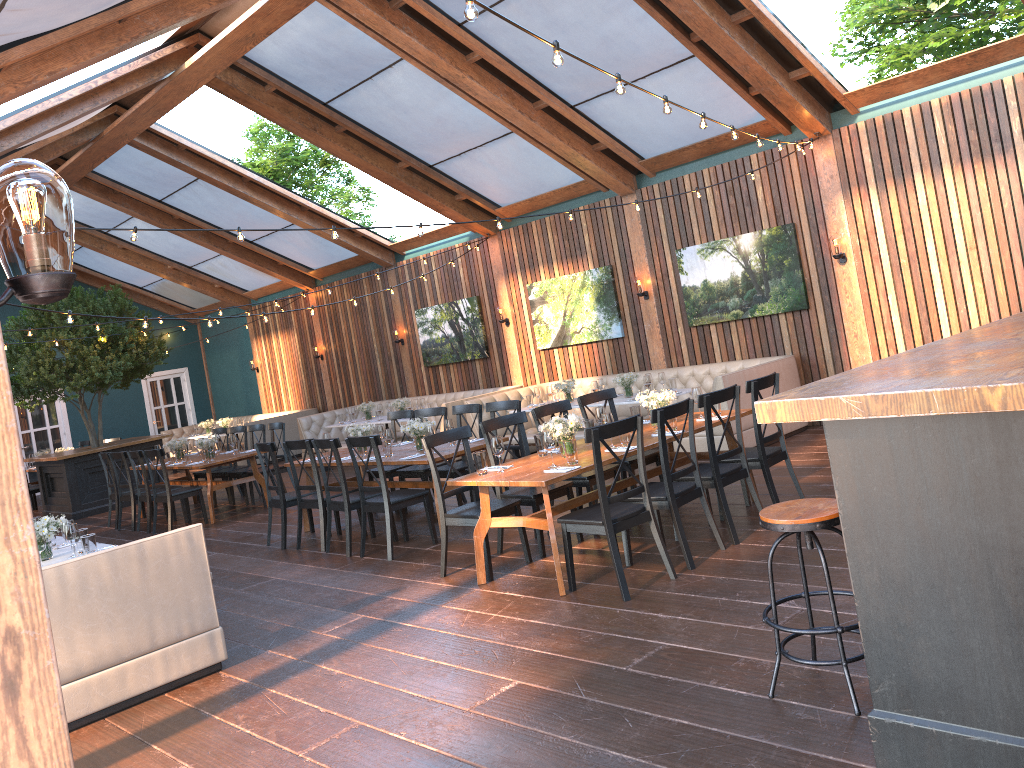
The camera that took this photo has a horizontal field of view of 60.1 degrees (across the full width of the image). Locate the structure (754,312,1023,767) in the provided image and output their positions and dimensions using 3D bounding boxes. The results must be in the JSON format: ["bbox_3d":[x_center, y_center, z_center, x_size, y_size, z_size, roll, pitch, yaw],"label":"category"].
[{"bbox_3d":[3.641,0.101,4.982,6.844,1.275,0.852,-13,2,-43],"label":"structure"}]

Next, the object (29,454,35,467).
[{"bbox_3d":[-9.061,1.447,16.702,0.092,0.244,0.092,-10,0,-1],"label":"object"}]

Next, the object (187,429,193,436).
[{"bbox_3d":[-6.933,1.047,19.069,0.091,0.158,0.092,-10,0,33],"label":"object"}]

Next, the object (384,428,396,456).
[{"bbox_3d":[-1.127,0.538,8.180,0.092,0.244,0.092,-10,0,-1],"label":"object"}]

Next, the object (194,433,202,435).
[{"bbox_3d":[-6.841,1.093,19.214,0.158,0.019,0.254,-13,4,-43],"label":"object"}]

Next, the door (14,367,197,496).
[{"bbox_3d":[-10.622,1.356,18.617,8.224,2.210,0.173,-13,1,-43],"label":"door"}]

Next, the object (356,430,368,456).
[{"bbox_3d":[-1.454,0.574,8.586,0.092,0.244,0.092,-10,0,-1],"label":"object"}]

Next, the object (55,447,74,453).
[{"bbox_3d":[-8.061,1.281,15.959,0.330,0.309,0.335,-11,2,-28],"label":"object"}]

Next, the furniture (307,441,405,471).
[{"bbox_3d":[-2.405,1.123,13.573,0.314,0.399,2.316,-11,3,-43],"label":"furniture"}]

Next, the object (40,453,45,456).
[{"bbox_3d":[-8.637,1.395,16.320,0.092,0.244,0.092,-10,0,-1],"label":"object"}]

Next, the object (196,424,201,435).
[{"bbox_3d":[-6.680,0.970,18.867,0.092,0.244,0.092,-10,0,-1],"label":"object"}]

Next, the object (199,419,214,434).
[{"bbox_3d":[-6.477,0.906,18.797,0.328,0.309,0.337,-10,1,12],"label":"object"}]

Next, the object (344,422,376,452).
[{"bbox_3d":[-1.527,0.531,8.948,0.329,0.309,0.336,-10,1,-9],"label":"object"}]

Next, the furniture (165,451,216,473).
[{"bbox_3d":[-6.516,1.595,17.978,0.314,0.399,2.316,-11,3,-43],"label":"furniture"}]

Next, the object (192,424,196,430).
[{"bbox_3d":[-6.835,0.987,19.051,0.092,0.244,0.092,-10,0,-1],"label":"object"}]

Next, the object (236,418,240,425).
[{"bbox_3d":[-5.562,0.823,18.011,0.092,0.244,0.092,-10,0,5],"label":"object"}]

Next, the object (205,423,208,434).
[{"bbox_3d":[-6.612,0.944,19.136,0.092,0.244,0.092,-10,0,-1],"label":"object"}]

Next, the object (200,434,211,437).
[{"bbox_3d":[-6.305,1.052,18.273,0.256,0.019,0.156,-13,4,-43],"label":"object"}]

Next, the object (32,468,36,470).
[{"bbox_3d":[-8.451,1.502,15.868,0.256,0.019,0.156,-13,4,-43],"label":"object"}]

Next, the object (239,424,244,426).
[{"bbox_3d":[-5.536,0.856,18.118,0.091,0.158,0.092,-10,0,33],"label":"object"}]

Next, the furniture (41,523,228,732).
[{"bbox_3d":[-3.737,1.537,6.099,1.720,0.859,4.135,-12,4,-43],"label":"furniture"}]

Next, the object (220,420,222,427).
[{"bbox_3d":[-6.070,0.881,18.555,0.092,0.244,0.092,-10,0,5],"label":"object"}]

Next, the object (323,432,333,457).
[{"bbox_3d":[-1.873,0.621,9.017,0.092,0.244,0.092,-10,0,5],"label":"object"}]

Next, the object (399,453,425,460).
[{"bbox_3d":[-0.849,0.627,7.747,0.256,0.019,0.156,-13,4,-43],"label":"object"}]

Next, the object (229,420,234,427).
[{"bbox_3d":[-5.621,0.849,17.725,0.092,0.244,0.092,-10,0,5],"label":"object"}]

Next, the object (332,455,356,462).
[{"bbox_3d":[-1.597,0.714,8.559,0.256,0.019,0.156,-13,4,-43],"label":"object"}]

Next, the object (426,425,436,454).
[{"bbox_3d":[-0.702,0.485,7.785,0.092,0.244,0.092,-10,0,-1],"label":"object"}]

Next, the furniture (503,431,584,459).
[{"bbox_3d":[0.653,0.771,10.296,0.314,0.399,2.316,-11,3,-43],"label":"furniture"}]

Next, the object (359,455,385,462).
[{"bbox_3d":[-1.270,0.678,8.153,0.256,0.019,0.156,-13,4,-43],"label":"object"}]

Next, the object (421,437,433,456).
[{"bbox_3d":[-0.732,0.541,7.664,0.092,0.158,0.091,-10,0,-17],"label":"object"}]

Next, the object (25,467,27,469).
[{"bbox_3d":[-9.203,1.588,16.674,0.256,0.019,0.156,-13,4,-43],"label":"object"}]

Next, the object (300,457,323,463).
[{"bbox_3d":[-2.011,0.761,8.984,0.256,0.019,0.156,-13,4,-43],"label":"object"}]

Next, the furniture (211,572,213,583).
[{"bbox_3d":[-2.934,1.589,6.846,0.314,0.399,2.316,-11,3,-43],"label":"furniture"}]

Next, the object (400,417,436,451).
[{"bbox_3d":[-0.851,0.458,8.151,0.335,0.309,0.330,-10,1,14],"label":"object"}]

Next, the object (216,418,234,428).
[{"bbox_3d":[-5.903,0.839,18.203,0.336,0.309,0.329,-10,1,-1],"label":"object"}]

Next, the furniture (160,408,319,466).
[{"bbox_3d":[-5.737,1.184,18.721,1.720,0.859,4.135,-12,4,-43],"label":"furniture"}]

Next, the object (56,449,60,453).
[{"bbox_3d":[-8.506,1.355,16.617,0.092,0.244,0.092,-10,0,-1],"label":"object"}]

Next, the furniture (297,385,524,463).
[{"bbox_3d":[-1.649,0.714,14.340,1.720,0.859,4.135,-12,4,-43],"label":"furniture"}]

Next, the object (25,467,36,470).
[{"bbox_3d":[-8.809,1.542,16.262,0.256,0.019,0.156,-13,4,-43],"label":"object"}]

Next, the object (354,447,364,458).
[{"bbox_3d":[-1.466,0.625,8.478,0.092,0.158,0.091,-10,0,-17],"label":"object"}]

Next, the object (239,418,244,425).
[{"bbox_3d":[-5.442,0.813,17.809,0.092,0.244,0.092,-10,0,5],"label":"object"}]

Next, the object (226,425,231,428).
[{"bbox_3d":[-5.632,0.901,17.617,0.091,0.158,0.092,-10,0,33],"label":"object"}]

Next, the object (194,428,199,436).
[{"bbox_3d":[-6.692,1.022,18.759,0.091,0.158,0.092,-10,0,33],"label":"object"}]

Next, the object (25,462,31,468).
[{"bbox_3d":[-9.072,1.499,16.594,0.092,0.158,0.091,-10,0,-17],"label":"object"}]

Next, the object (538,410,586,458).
[{"bbox_3d":[0.368,0.353,6.206,0.337,0.309,0.328,-10,1,-10],"label":"object"}]

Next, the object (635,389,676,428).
[{"bbox_3d":[1.134,0.180,6.917,0.328,0.309,0.337,-10,1,12],"label":"object"}]

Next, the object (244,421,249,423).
[{"bbox_3d":[-5.329,0.838,17.790,0.091,0.158,0.092,-10,0,33],"label":"object"}]

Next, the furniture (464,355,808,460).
[{"bbox_3d":[1.413,0.363,11.060,1.720,0.859,4.135,-12,4,-43],"label":"furniture"}]

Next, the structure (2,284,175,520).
[{"bbox_3d":[-6.941,0.186,14.550,2.729,3.698,2.836,-10,1,-34],"label":"structure"}]

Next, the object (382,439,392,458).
[{"bbox_3d":[-1.139,0.589,8.072,0.092,0.158,0.091,-10,0,-17],"label":"object"}]

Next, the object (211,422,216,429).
[{"bbox_3d":[-6.163,0.912,18.301,0.092,0.244,0.092,-10,0,5],"label":"object"}]

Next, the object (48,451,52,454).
[{"bbox_3d":[-8.916,1.403,17.051,0.092,0.244,0.092,-10,0,-1],"label":"object"}]

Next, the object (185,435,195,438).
[{"bbox_3d":[-6.822,1.111,18.839,0.256,0.019,0.156,-13,4,-43],"label":"object"}]

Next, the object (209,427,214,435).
[{"bbox_3d":[-6.174,0.963,18.193,0.091,0.158,0.092,-10,0,33],"label":"object"}]

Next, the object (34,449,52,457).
[{"bbox_3d":[-8.808,1.372,16.662,0.334,0.309,0.331,-9,2,45],"label":"object"}]

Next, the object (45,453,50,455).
[{"bbox_3d":[-8.302,1.362,15.856,0.092,0.244,0.092,-10,0,5],"label":"object"}]
